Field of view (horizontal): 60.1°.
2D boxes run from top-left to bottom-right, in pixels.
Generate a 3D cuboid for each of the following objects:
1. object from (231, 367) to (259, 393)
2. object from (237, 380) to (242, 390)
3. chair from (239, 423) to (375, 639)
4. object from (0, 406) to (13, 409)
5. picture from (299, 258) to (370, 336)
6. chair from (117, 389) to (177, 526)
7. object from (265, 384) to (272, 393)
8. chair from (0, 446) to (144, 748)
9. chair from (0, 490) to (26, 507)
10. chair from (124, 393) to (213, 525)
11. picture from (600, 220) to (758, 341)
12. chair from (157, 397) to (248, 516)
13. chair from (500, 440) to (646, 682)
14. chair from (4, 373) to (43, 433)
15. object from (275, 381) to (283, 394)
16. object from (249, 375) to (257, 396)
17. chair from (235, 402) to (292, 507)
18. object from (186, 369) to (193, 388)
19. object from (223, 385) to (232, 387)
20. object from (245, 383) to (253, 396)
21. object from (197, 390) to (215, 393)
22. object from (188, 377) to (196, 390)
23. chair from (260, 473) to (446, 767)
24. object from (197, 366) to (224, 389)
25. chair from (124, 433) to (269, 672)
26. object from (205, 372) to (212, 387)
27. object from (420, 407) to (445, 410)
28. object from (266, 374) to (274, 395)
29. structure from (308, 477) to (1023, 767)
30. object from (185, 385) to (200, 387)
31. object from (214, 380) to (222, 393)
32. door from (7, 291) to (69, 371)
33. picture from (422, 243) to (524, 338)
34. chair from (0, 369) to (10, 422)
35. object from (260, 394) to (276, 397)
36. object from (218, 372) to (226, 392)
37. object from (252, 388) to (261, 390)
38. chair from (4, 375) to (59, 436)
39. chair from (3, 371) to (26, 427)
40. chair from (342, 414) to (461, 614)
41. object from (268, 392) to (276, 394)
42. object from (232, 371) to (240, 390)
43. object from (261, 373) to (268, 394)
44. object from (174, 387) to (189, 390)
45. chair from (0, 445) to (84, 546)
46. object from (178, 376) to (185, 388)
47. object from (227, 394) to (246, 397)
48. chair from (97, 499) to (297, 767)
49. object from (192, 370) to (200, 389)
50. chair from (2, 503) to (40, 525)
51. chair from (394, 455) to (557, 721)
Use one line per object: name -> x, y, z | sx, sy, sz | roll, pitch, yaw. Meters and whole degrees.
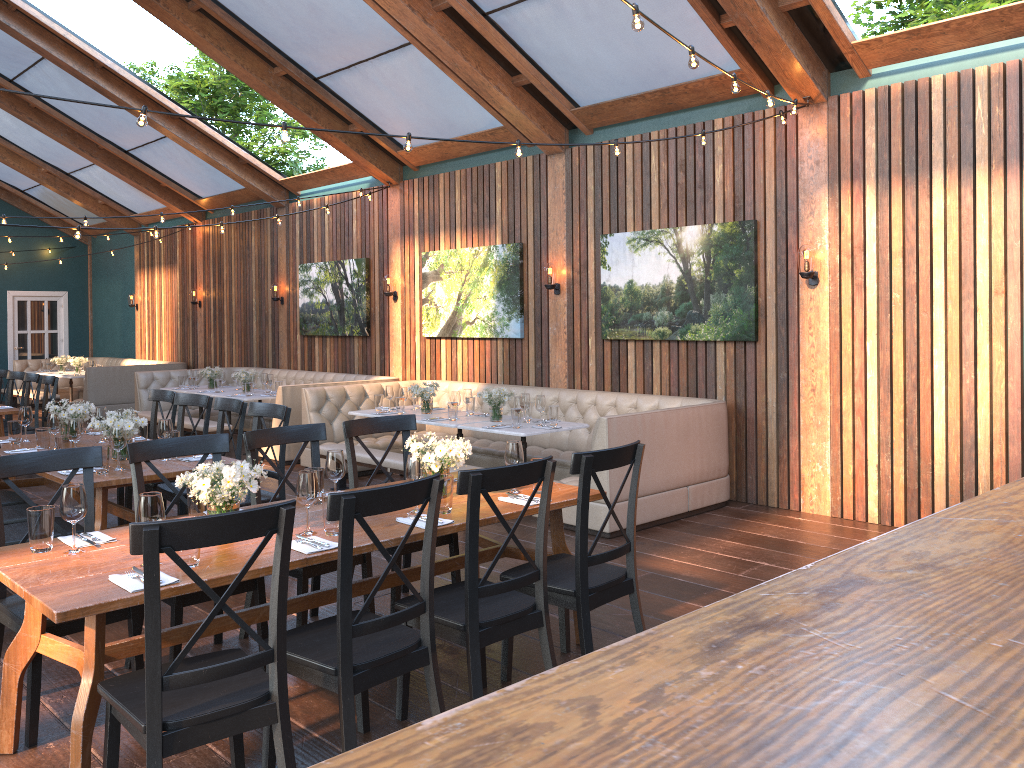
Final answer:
object -> -3.267, -0.045, 10.878 | 0.336, 0.309, 0.329 | -2, 3, -27
object -> -3.512, -0.008, 11.433 | 0.092, 0.158, 0.092 | 0, 2, 33
chair -> -1.001, 0.735, 4.342 | 0.539, 1.019, 0.478 | 1, 2, 41
object -> -4.999, 0.230, 8.596 | 0.255, 0.019, 0.157 | -5, 6, -43
picture -> -2.401, -1.143, 11.827 | 0.065, 0.997, 1.651 | -1, 3, -44
chair -> -2.850, 0.572, 6.786 | 0.540, 1.019, 0.477 | -2, 2, -44
object -> -2.994, 0.027, 10.890 | 0.092, 0.158, 0.092 | 0, 2, 33
chair -> -1.812, 0.801, 3.569 | 0.539, 1.019, 0.478 | 1, 2, 41
chair -> -3.351, 0.672, 5.514 | 0.477, 1.019, 0.540 | 0, 2, 43
chair -> -2.463, 0.598, 6.380 | 0.477, 1.019, 0.540 | 0, 2, 41
picture -> 1.430, -0.885, 7.833 | 0.065, 0.997, 1.651 | -1, 3, -44
chair -> -2.077, 0.625, 5.976 | 0.540, 1.019, 0.477 | -2, 1, -39
chair -> 0.274, 0.761, 3.817 | 0.539, 1.019, 0.478 | 1, 2, 41
chair -> -5.209, 0.412, 9.257 | 0.540, 1.019, 0.477 | -2, 2, -44
object -> -2.783, 0.049, 10.562 | 0.092, 0.158, 0.092 | -1, 1, -7
object -> -3.072, 0.014, 10.496 | 0.092, 0.244, 0.092 | -1, 1, -41
chair -> -1.690, 0.651, 5.570 | 0.540, 1.019, 0.477 | -2, 2, -44
object -> -4.310, -0.072, 11.819 | 0.092, 0.244, 0.092 | -1, 1, 4
object -> -3.919, 0.028, 11.931 | 0.255, 0.019, 0.157 | -5, 6, -43
object -> -3.090, 0.065, 10.388 | 0.092, 0.158, 0.092 | 0, 2, 33
object -> -3.787, 0.093, 11.044 | 0.255, 0.019, 0.157 | -5, 6, -43
object -> -4.170, -0.009, 11.527 | 0.092, 0.158, 0.092 | 0, 2, 33
chair -> -0.536, 0.827, 3.043 | 0.539, 1.019, 0.478 | 1, 2, 41
object -> -3.930, -0.090, 11.572 | 0.336, 0.309, 0.329 | -2, 3, -31
chair -> -1.407, 0.768, 3.955 | 0.478, 1.019, 0.540 | -2, 2, -44
object -> -4.084, -0.080, 11.904 | 0.092, 0.244, 0.092 | -1, 1, 4
object -> -0.791, 0.240, 8.660 | 0.255, 0.019, 0.157 | -5, 6, -43
object -> -2.891, 0.006, 10.580 | 0.092, 0.244, 0.092 | -1, 1, 4
structure -> 2.180, 0.736, 2.172 | 6.811, 1.273, 0.857 | -5, 4, -44
object -> -4.335, 0.029, 11.983 | 0.158, 0.019, 0.255 | -5, 6, -43
object -> -3.642, 0.028, 10.963 | 0.092, 0.158, 0.092 | 0, 2, 33
door -> -12.287, -0.594, 15.760 | 8.184, 2.207, 0.174 | -4, 3, -44
picture -> -0.469, -1.013, 9.812 | 0.065, 0.997, 1.651 | -1, 3, -44
chair -> -5.983, 0.360, 10.068 | 0.540, 1.019, 0.477 | -2, 2, -44
object -> -2.863, 0.130, 10.417 | 0.158, 0.019, 0.255 | -5, 6, -43
object -> -3.624, -0.023, 11.070 | 0.092, 0.244, 0.092 | -1, 1, 4
object -> -3.366, 0.066, 11.352 | 0.255, 0.019, 0.157 | -5, 6, -43
chair -> -4.823, 0.439, 8.852 | 0.540, 1.019, 0.477 | -2, 1, -39
chair -> -5.596, 0.386, 9.662 | 0.477, 1.019, 0.540 | 0, 2, 41
chair -> -0.596, 0.702, 4.729 | 0.478, 1.019, 0.540 | -2, 2, -44
object -> -2.848, 0.101, 10.809 | 0.255, 0.019, 0.157 | -5, 6, -43
object -> -3.531, -0.043, 11.325 | 0.092, 0.244, 0.092 | -1, 1, 4
object -> -3.013, -0.008, 10.782 | 0.092, 0.244, 0.092 | -1, 1, 4
object -> -4.315, 0.056, 11.609 | 0.255, 0.019, 0.157 | -5, 6, -43
chair -> -2.602, 0.725, 4.700 | 0.540, 1.019, 0.477 | -2, 2, -44
object -> -4.417, -0.029, 11.837 | 0.092, 0.158, 0.092 | 0, 2, 33
object -> -3.234, 0.130, 10.470 | 0.255, 0.019, 0.157 | -5, 6, -43
chair -> -0.941, 0.860, 2.657 | 0.478, 1.019, 0.540 | -1, 2, -39
object -> -4.152, -0.060, 11.635 | 0.092, 0.244, 0.092 | -1, 1, 4
chair -> -2.993, 0.699, 5.100 | 0.540, 1.019, 0.477 | -2, 1, -38
chair -> -0.131, 0.794, 3.430 | 0.478, 1.019, 0.540 | -2, 2, -44
